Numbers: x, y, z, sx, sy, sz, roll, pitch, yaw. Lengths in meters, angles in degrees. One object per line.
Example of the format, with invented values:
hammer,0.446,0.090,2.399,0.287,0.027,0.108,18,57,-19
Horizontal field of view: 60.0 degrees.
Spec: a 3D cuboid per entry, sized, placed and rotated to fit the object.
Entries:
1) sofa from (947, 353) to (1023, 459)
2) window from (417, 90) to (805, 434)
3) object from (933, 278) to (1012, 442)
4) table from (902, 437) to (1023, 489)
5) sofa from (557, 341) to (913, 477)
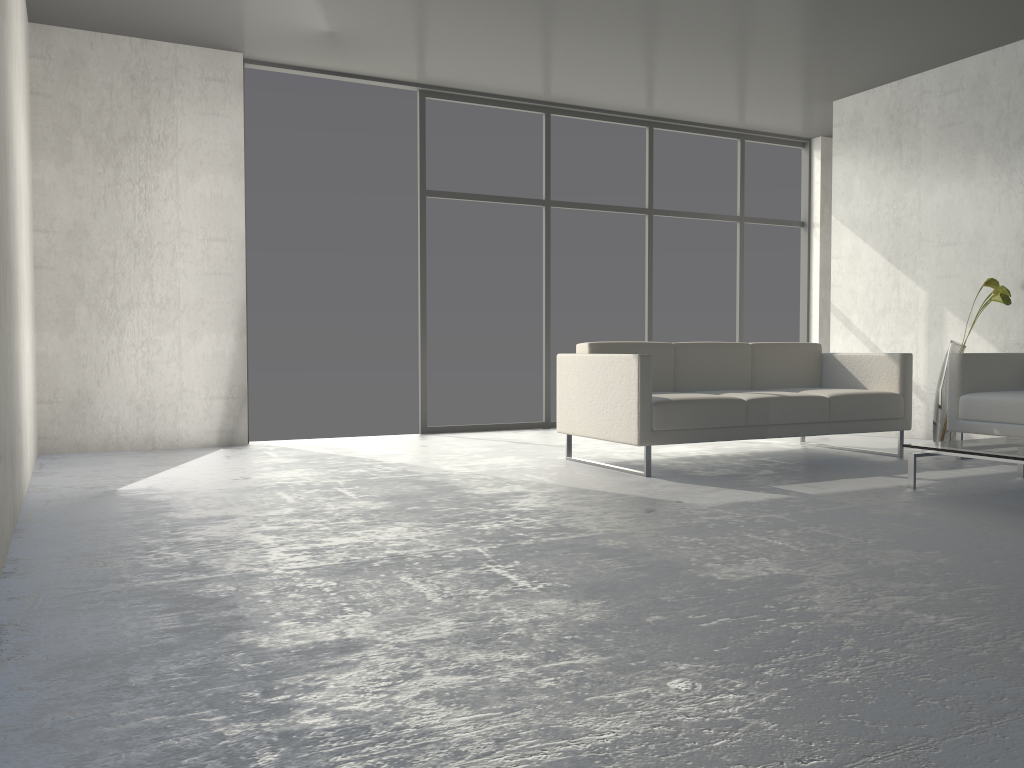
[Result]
sofa,3.215,0.113,4.320,0.821,0.658,1.881,-1,2,-26
window,1.155,-0.909,7.314,4.080,2.477,0.037,-1,2,-26
object,2.777,-0.118,5.295,0.387,1.051,0.400,0,2,1
table,2.244,0.369,3.799,0.773,0.190,0.730,-1,2,-26
sofa,1.270,0.090,4.987,1.881,0.658,0.821,-1,2,-26
